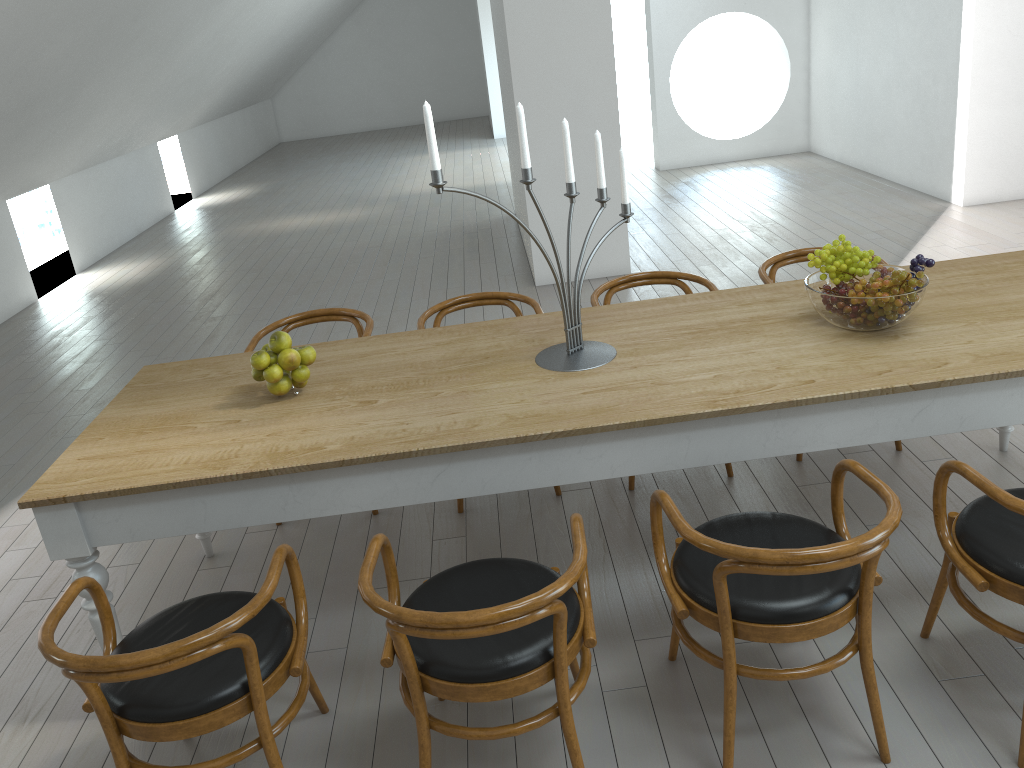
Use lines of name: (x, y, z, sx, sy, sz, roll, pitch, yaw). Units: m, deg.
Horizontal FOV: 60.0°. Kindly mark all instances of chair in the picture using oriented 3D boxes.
chair: (1.351, -0.156, 3.807, 0.527, 0.727, 0.628, -6, 22, 3)
chair: (0.633, -0.045, 3.764, 0.527, 0.727, 0.627, -8, 22, 0)
chair: (-0.810, 0.112, 3.833, 0.527, 0.727, 0.628, -6, 22, 2)
chair: (-0.768, 0.778, 2.206, 0.527, 0.727, 0.627, -9, 22, -3)
chair: (0.668, 0.569, 2.263, 0.527, 0.727, 0.627, -9, 22, -3)
chair: (-0.050, 0.687, 2.202, 0.527, 0.727, 0.628, -6, 22, 3)
chair: (1.390, 0.497, 2.211, 0.527, 0.727, 0.627, -8, 22, 0)
chair: (-0.089, 0.044, 3.774, 0.527, 0.727, 0.627, -9, 22, -5)

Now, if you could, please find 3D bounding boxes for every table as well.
table: (0.357, 0.270, 2.994, 3.348, 0.791, 1.029, -8, 22, 0)

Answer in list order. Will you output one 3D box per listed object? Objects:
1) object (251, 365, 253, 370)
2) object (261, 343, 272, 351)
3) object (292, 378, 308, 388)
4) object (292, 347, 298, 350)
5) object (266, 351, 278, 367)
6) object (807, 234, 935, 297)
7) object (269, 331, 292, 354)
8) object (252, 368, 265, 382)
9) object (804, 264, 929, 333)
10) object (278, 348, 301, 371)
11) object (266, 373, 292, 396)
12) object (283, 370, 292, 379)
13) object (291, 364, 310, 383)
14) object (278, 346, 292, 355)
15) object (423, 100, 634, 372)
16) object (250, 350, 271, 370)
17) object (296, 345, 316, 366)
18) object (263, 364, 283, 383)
object: (-0.796, -0.057, 2.841, 0.077, 0.076, 0.077, -21, 25, -31)
object: (-0.787, -0.101, 2.885, 0.062, 0.063, 0.063, -23, 27, -35)
object: (-0.684, -0.010, 2.856, 0.051, 0.050, 0.050, -6, 22, 3)
object: (-0.703, -0.083, 2.890, 0.071, 0.071, 0.071, -22, 26, -33)
object: (-0.763, -0.079, 2.805, 0.053, 0.050, 0.053, -19, 24, -27)
object: (1.109, -0.319, 2.776, 0.294, 0.281, 0.395, -22, 26, -33)
object: (-0.731, -0.131, 2.795, 0.072, 0.073, 0.073, -7, 22, 0)
object: (-0.792, -0.034, 2.790, 0.053, 0.052, 0.052, -11, 22, -8)
object: (1.104, -0.250, 2.774, 0.361, 0.158, 0.363, -15, 23, -18)
object: (-0.696, -0.076, 2.774, 0.073, 0.070, 0.066, -20, 25, -29)
object: (-0.738, -0.001, 2.814, 0.080, 0.073, 0.079, 13, 29, 41)
object: (-0.748, -0.022, 2.886, 0.064, 0.063, 0.064, -3, 22, 10)
object: (-0.668, -0.032, 2.803, 0.059, 0.055, 0.060, -9, 22, -5)
object: (-0.736, -0.114, 2.859, 0.053, 0.057, 0.058, -2, 22, 13)
object: (0.092, -0.469, 2.687, 0.777, 0.866, 0.267, -18, 23, -25)
object: (-0.781, -0.073, 2.754, 0.062, 0.059, 0.063, -7, 22, 0)
object: (-0.663, -0.089, 2.840, 0.072, 0.063, 0.071, -10, 22, -6)
object: (-0.743, -0.032, 2.759, 0.062, 0.059, 0.062, -6, 22, 4)
